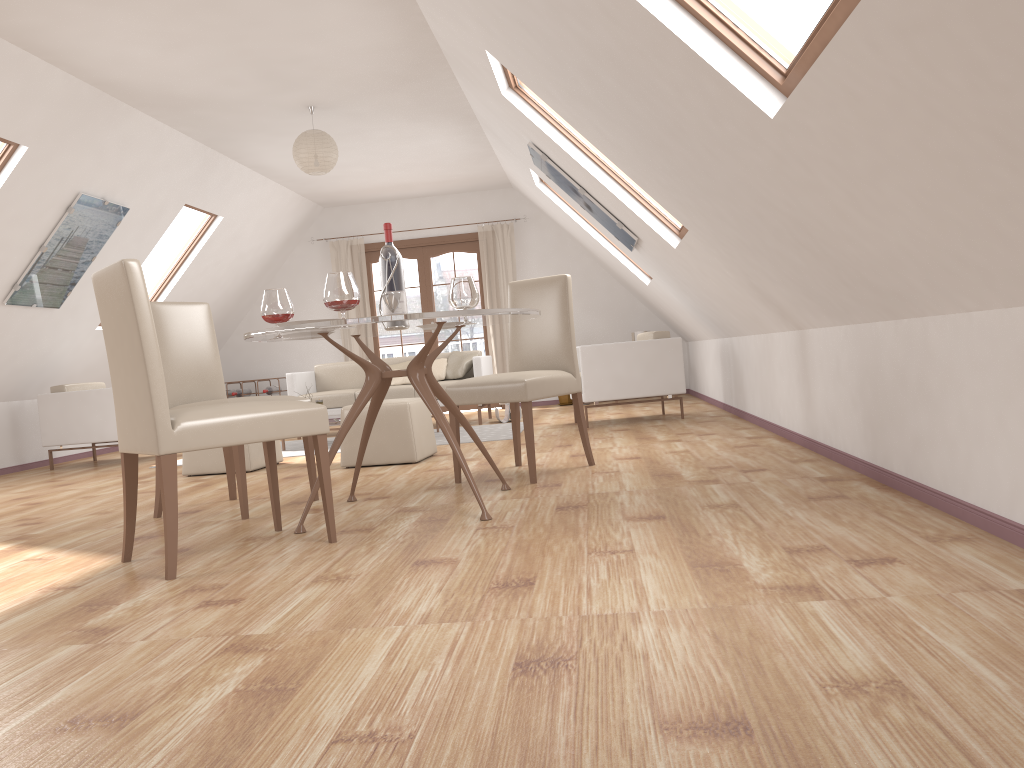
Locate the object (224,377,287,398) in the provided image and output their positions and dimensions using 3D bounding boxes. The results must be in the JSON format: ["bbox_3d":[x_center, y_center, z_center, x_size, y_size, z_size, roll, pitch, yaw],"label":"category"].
[{"bbox_3d":[-3.093,0.259,10.514,0.854,0.608,0.417,-5,2,6],"label":"object"}]

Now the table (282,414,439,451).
[{"bbox_3d":[-1.253,0.392,7.447,1.173,0.190,0.730,-5,2,6],"label":"table"}]

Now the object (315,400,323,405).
[{"bbox_3d":[-1.655,0.231,7.652,0.075,0.185,0.075,-4,2,37],"label":"object"}]

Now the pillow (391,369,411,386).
[{"bbox_3d":[-1.011,-0.070,8.639,0.363,0.170,0.227,-5,2,11],"label":"pillow"}]

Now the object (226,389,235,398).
[{"bbox_3d":[-3.390,0.121,10.492,0.110,0.110,0.439,-5,2,6],"label":"object"}]

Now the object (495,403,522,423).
[{"bbox_3d":[-0.040,0.220,8.355,0.212,0.267,0.315,-5,2,-7],"label":"object"}]

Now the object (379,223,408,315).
[{"bbox_3d":[-0.513,-0.470,3.792,0.109,0.435,0.109,-5,2,2],"label":"object"}]

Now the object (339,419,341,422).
[{"bbox_3d":[-1.356,0.283,7.319,0.064,0.052,0.143,-4,2,36],"label":"object"}]

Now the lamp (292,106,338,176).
[{"bbox_3d":[-1.487,-1.832,6.673,0.340,0.497,0.340,-3,2,45],"label":"lamp"}]

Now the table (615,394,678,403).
[{"bbox_3d":[1.442,-0.014,9.827,0.730,0.390,0.773,-5,2,4],"label":"table"}]

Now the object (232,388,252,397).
[{"bbox_3d":[-3.207,0.109,10.479,0.109,0.109,0.435,-5,2,6],"label":"object"}]

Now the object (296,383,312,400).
[{"bbox_3d":[-1.735,0.154,7.544,0.184,0.359,0.123,-7,2,-43],"label":"object"}]

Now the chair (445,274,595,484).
[{"bbox_3d":[0.032,-0.043,4.458,0.477,0.999,0.618,-4,2,33],"label":"chair"}]

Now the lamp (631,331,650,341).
[{"bbox_3d":[1.473,-0.405,9.973,0.221,0.375,0.180,-4,2,39],"label":"lamp"}]

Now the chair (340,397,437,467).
[{"bbox_3d":[-0.789,0.295,5.656,0.506,0.394,0.506,-5,2,10],"label":"chair"}]

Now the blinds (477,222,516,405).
[{"bbox_3d":[-0.103,-0.820,10.419,0.424,2.129,0.123,-5,2,1],"label":"blinds"}]

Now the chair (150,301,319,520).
[{"bbox_3d":[-1.326,0.086,4.125,0.618,0.999,0.477,-4,2,30],"label":"chair"}]

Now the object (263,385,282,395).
[{"bbox_3d":[-2.836,0.077,10.442,0.109,0.109,0.435,-5,2,6],"label":"object"}]

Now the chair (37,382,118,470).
[{"bbox_3d":[-3.448,0.322,7.640,0.820,0.706,0.748,-5,2,8],"label":"chair"}]

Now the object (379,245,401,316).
[{"bbox_3d":[-0.498,-0.409,3.642,0.086,0.322,0.096,-6,2,-31],"label":"object"}]

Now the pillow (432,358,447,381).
[{"bbox_3d":[-0.813,-0.133,8.763,0.351,0.225,0.196,-5,2,11],"label":"pillow"}]

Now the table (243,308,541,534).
[{"bbox_3d":[-0.448,0.135,3.658,1.198,0.770,1.198,-4,2,26],"label":"table"}]

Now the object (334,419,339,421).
[{"bbox_3d":[-1.423,0.284,7.466,0.143,0.052,0.064,-5,2,6],"label":"object"}]

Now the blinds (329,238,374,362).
[{"bbox_3d":[-1.882,-0.666,10.636,0.423,2.130,0.120,-5,2,3],"label":"blinds"}]

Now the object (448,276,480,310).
[{"bbox_3d":[-0.208,-0.370,3.841,0.136,0.183,0.136,-4,2,32],"label":"object"}]

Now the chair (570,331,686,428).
[{"bbox_3d":[0.900,-0.051,7.194,0.820,0.706,0.748,-5,2,-5],"label":"chair"}]

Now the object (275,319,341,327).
[{"bbox_3d":[-0.773,-0.225,3.367,0.228,0.020,0.228,-6,2,-39],"label":"object"}]

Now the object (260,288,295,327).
[{"bbox_3d":[-0.965,-0.298,3.651,0.136,0.183,0.136,-6,2,-16],"label":"object"}]

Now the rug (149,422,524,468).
[{"bbox_3d":[-1.290,0.489,7.388,2.800,0.007,1.600,-5,2,6],"label":"rug"}]

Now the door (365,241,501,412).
[{"bbox_3d":[-0.986,-0.651,10.643,1.546,2.001,0.098,-5,2,6],"label":"door"}]

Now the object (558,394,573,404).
[{"bbox_3d":[0.570,-0.182,10.224,0.311,0.846,0.307,-5,2,-2],"label":"object"}]

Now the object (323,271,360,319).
[{"bbox_3d":[-0.626,-0.317,3.260,0.136,0.183,0.136,-6,2,-16],"label":"object"}]

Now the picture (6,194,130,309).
[{"bbox_3d":[-3.376,-0.989,6.777,0.683,0.738,0.650,-5,2,6],"label":"picture"}]

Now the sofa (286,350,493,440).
[{"bbox_3d":[-1.153,0.089,8.705,1.880,0.706,0.820,-5,2,6],"label":"sofa"}]

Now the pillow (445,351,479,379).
[{"bbox_3d":[-0.509,-0.192,8.687,0.269,0.276,0.424,-6,2,-35],"label":"pillow"}]

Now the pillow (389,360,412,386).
[{"bbox_3d":[-1.151,-0.105,8.802,0.351,0.235,0.185,-5,2,9],"label":"pillow"}]

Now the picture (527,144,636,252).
[{"bbox_3d":[0.505,-1.322,6.389,0.683,0.738,0.650,-5,2,6],"label":"picture"}]

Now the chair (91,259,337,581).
[{"bbox_3d":[-1.029,0.090,3.068,0.618,0.999,0.477,-6,2,-40],"label":"chair"}]

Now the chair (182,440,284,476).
[{"bbox_3d":[-1.897,0.384,6.009,0.506,0.394,0.506,-5,2,10],"label":"chair"}]
